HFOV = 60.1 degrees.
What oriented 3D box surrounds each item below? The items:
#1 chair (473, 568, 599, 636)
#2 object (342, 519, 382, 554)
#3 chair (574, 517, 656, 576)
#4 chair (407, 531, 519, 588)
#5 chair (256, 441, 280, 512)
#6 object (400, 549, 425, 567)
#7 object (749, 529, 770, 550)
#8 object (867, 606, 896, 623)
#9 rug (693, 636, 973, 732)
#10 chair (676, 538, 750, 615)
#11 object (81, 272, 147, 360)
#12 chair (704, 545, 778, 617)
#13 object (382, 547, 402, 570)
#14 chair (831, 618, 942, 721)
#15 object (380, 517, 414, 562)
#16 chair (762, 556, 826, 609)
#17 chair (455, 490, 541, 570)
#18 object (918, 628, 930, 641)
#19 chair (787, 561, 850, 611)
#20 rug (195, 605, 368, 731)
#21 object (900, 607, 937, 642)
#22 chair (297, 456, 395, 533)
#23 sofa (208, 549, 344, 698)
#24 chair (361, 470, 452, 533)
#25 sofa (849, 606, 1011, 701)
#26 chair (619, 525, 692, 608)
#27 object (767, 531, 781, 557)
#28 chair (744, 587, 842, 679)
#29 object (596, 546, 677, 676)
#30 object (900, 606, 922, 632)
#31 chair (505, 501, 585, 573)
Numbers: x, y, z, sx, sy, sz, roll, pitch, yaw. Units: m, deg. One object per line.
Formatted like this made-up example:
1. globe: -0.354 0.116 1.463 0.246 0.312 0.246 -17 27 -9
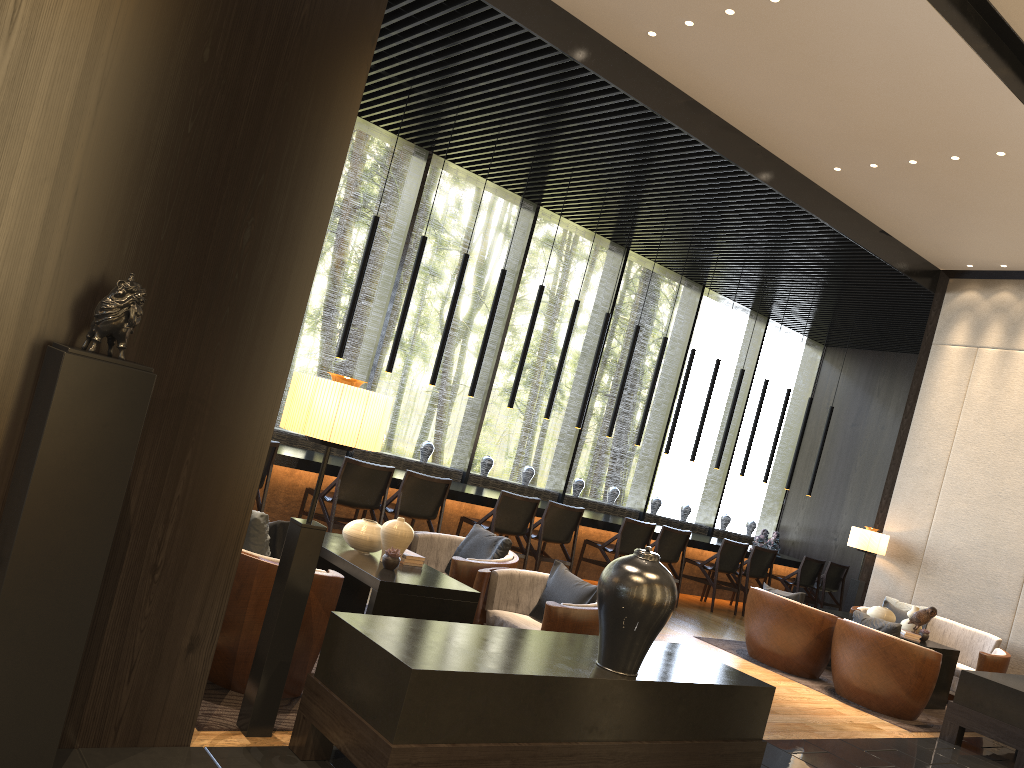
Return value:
1. chair: 0.169 1.359 4.794 0.610 0.604 0.798 16 -3 -37
2. object: -0.759 0.792 4.599 0.247 0.168 0.244 17 -3 -35
3. chair: 1.092 1.766 9.161 0.530 0.827 0.559 16 -2 -38
4. chair: -0.342 1.267 5.468 0.610 0.604 0.798 16 -3 -37
5. chair: -2.114 0.753 6.562 0.530 0.827 0.559 16 -2 -38
6. object: -0.557 0.904 4.632 0.139 0.051 0.173 18 -4 -42
7. object: 3.183 1.993 11.277 0.206 0.310 0.163 14 -1 32
8. object: 3.285 2.066 7.877 0.245 0.168 0.246 14 -2 10
9. rug: 3.071 2.622 7.760 2.259 0.008 2.028 18 -4 -38
10. chair: 2.320 2.154 10.156 0.530 0.827 0.559 16 -2 -38
11. object: -1.101 -0.194 2.453 0.116 0.246 0.175 15 -1 -38
12. chair: 2.757 2.292 10.511 0.530 0.827 0.559 16 -2 -38
13. object: -0.584 0.845 4.305 0.091 0.112 0.091 14 -2 15
14. chair: 2.797 2.182 6.815 0.610 0.604 0.798 16 -3 -37
15. object: -0.590 0.791 4.479 0.171 0.236 0.171 15 -1 -3
16. chair: 3.548 2.541 11.152 0.530 0.827 0.559 16 -2 -38
17. chair: -0.136 1.378 8.166 0.530 0.827 0.559 16 -2 -38
18. object: 3.517 2.135 7.557 0.091 0.112 0.091 14 -2 15
19. chair: 3.985 2.679 11.506 0.530 0.827 0.559 16 -2 -38
20. rug: -0.841 1.387 4.589 2.259 0.008 1.945 18 -4 -38
21. object: 3.437 2.007 7.474 0.228 0.309 0.174 15 -1 8
22. chair: -1.344 0.997 7.187 0.530 0.827 0.559 16 -2 -38
23. sofa: -1.361 0.861 4.046 0.607 0.693 1.440 16 -3 -37
24. chair: -0.906 1.135 7.541 0.530 0.827 0.559 16 -2 -38
25. sofa: 3.839 2.501 8.237 0.607 0.693 1.440 16 -3 -37
26. chair: 1.530 1.904 9.516 0.530 0.827 0.559 16 -2 -38
27. object: 3.376 2.052 11.428 0.164 0.313 0.208 15 -1 -13
28. chair: 2.286 2.090 7.489 0.610 0.604 0.798 16 -3 -37
29. object: 0.472 0.873 3.454 0.313 0.492 0.310 15 -1 -19
30. object: 3.464 2.052 7.657 0.175 0.257 0.173 15 -1 -18
31. chair: 0.302 1.516 8.521 0.530 0.827 0.559 16 -2 -38
